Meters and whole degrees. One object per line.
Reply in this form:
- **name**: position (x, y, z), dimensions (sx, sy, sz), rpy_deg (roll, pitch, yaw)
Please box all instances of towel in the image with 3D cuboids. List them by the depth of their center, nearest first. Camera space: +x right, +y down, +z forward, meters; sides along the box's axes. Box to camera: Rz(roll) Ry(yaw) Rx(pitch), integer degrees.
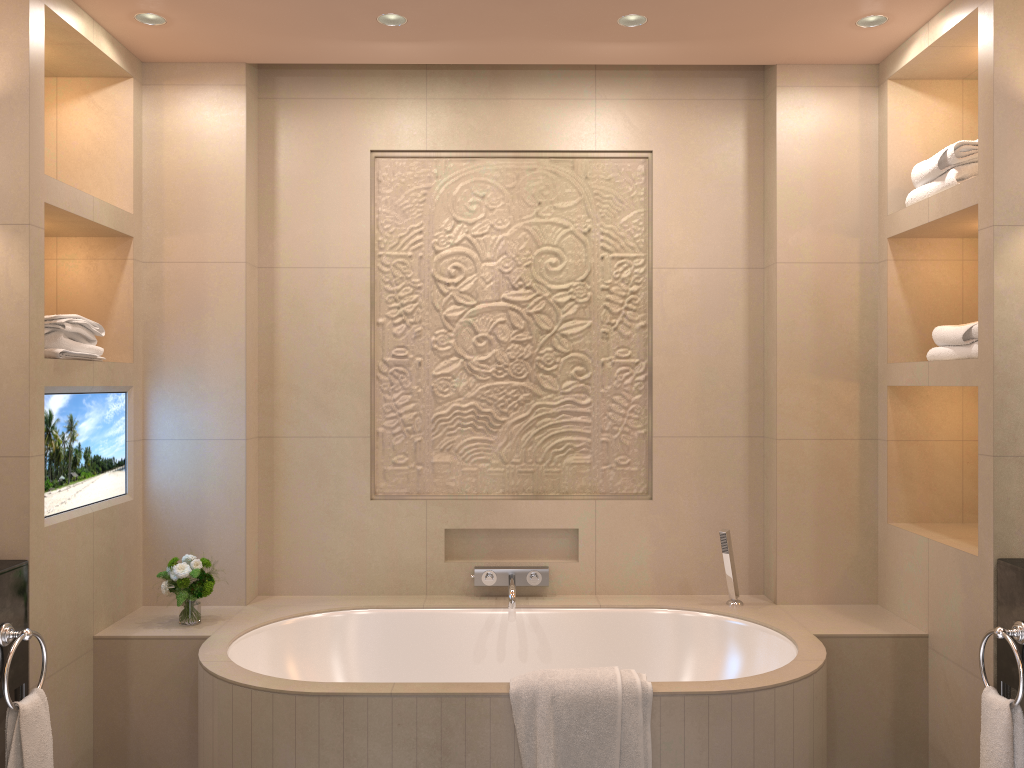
- **towel**: position (-1.256, 1.034, 2.307), dimensions (0.116, 0.455, 0.173), rpy_deg (0, 0, -19)
- **towel**: position (1.273, 1.034, 2.319), dimensions (0.116, 0.455, 0.173), rpy_deg (0, 0, -19)
- **towel**: position (0.181, 0.990, 2.369), dimensions (0.374, 0.463, 0.453), rpy_deg (0, 0, 2)
- **towel**: position (0.016, -0.432, 2.831), dimensions (3.195, 0.726, 0.517), rpy_deg (0, 0, 0)

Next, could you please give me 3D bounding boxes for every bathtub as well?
- **bathtub**: position (0.001, 1.070, 2.829), dimensions (2.662, 0.540, 1.060), rpy_deg (0, 0, 0)

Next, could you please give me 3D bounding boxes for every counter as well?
- **counter**: position (-1.540, 0.911, 1.770), dimensions (0.543, 0.858, 1.330), rpy_deg (0, 0, 0)
- **counter**: position (1.565, 0.911, 1.793), dimensions (0.543, 0.858, 1.330), rpy_deg (0, 0, 0)

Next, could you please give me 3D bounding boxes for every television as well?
- **television**: position (-1.359, 0.207, 2.820), dimensions (0.025, 0.360, 0.564), rpy_deg (0, 0, 0)

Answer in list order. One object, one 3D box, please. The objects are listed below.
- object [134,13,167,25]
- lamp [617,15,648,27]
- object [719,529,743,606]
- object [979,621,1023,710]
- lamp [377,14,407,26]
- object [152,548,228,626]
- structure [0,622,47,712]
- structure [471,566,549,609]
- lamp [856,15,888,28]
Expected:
- **object**: position (-1.149, -1.193, 2.820), dimensions (0.097, 0.069, 0.097), rpy_deg (0, 0, 16)
- **lamp**: position (0.384, -1.193, 2.831), dimensions (0.097, 0.069, 0.097), rpy_deg (0, 0, -4)
- **object**: position (0.790, 0.660, 3.200), dimensions (0.059, 0.280, 0.114), rpy_deg (0, 0, 45)
- **object**: position (1.301, 0.734, 2.322), dimensions (0.074, 0.226, 0.203), rpy_deg (0, 0, 0)
- **lamp**: position (-0.382, -1.193, 2.826), dimensions (0.097, 0.069, 0.097), rpy_deg (0, 0, 16)
- **object**: position (-1.085, 0.674, 2.974), dimensions (0.197, 0.252, 0.229), rpy_deg (0, 0, 41)
- **structure**: position (-1.284, 0.734, 2.304), dimensions (0.074, 0.226, 0.203), rpy_deg (0, 0, 0)
- **structure**: position (-0.006, 0.739, 3.231), dimensions (0.290, 0.097, 0.259), rpy_deg (0, 0, 0)
- **lamp**: position (1.151, -1.193, 2.837), dimensions (0.097, 0.069, 0.097), rpy_deg (0, 0, -24)
